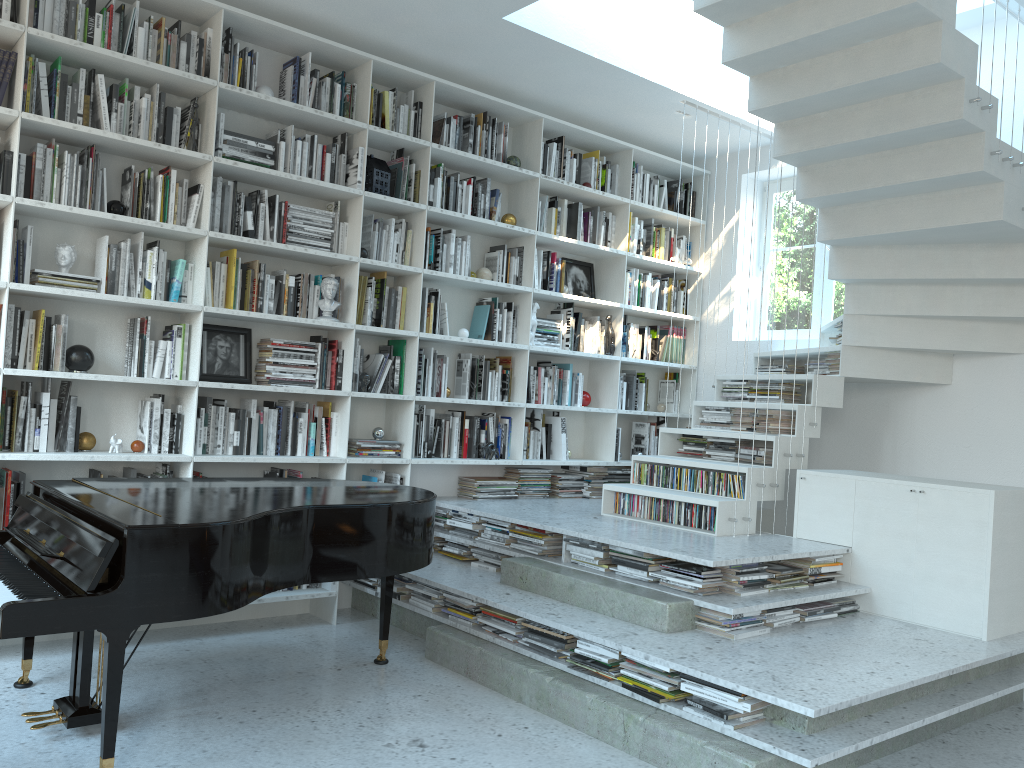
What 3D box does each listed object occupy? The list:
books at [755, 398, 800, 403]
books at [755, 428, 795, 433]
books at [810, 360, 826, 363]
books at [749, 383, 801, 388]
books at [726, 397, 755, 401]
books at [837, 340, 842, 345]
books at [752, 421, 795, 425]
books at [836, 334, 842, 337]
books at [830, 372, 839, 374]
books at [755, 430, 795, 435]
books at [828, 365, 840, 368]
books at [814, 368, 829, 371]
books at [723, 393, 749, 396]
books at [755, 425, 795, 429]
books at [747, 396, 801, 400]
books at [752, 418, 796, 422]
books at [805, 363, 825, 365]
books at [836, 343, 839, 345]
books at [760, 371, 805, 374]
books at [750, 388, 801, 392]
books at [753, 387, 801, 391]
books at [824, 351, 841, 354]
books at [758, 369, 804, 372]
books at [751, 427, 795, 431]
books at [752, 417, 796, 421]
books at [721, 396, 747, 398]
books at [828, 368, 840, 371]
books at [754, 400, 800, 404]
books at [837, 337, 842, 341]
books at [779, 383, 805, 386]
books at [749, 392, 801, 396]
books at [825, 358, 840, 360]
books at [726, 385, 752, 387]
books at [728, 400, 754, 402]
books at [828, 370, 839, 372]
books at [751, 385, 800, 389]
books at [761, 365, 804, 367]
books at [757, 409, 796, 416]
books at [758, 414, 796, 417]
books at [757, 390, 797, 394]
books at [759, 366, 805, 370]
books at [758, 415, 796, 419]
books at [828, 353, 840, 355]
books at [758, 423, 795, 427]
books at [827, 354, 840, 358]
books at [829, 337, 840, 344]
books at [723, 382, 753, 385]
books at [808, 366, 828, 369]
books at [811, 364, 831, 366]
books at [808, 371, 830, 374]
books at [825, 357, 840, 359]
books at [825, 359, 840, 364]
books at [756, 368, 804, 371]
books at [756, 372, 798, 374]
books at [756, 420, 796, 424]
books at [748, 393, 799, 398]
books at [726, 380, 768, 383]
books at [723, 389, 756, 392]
[{"bbox_3d":[1.633,0.101,5.459,0.130,0.014,0.249,4,-2,-26],"label":"books"},{"bbox_3d":[1.552,0.271,5.147,0.215,0.013,0.189,4,-2,-7],"label":"books"},{"bbox_3d":[1.985,-0.132,5.506,0.182,0.016,0.199,4,-2,-18],"label":"books"},{"bbox_3d":[1.615,0.009,5.448,0.191,0.013,0.243,4,-2,-28],"label":"books"},{"bbox_3d":[1.518,0.100,5.732,0.149,0.014,0.228,4,-2,-27],"label":"books"},{"bbox_3d":[2.057,-0.241,5.231,0.247,0.015,0.142,3,-2,9],"label":"books"},{"bbox_3d":[1.557,0.229,5.131,0.295,0.006,0.146,4,-2,-5],"label":"books"},{"bbox_3d":[2.057,-0.280,5.215,0.256,0.010,0.163,3,-2,6],"label":"books"},{"bbox_3d":[2.021,-0.058,5.280,0.210,0.015,0.130,4,-2,-12],"label":"books"},{"bbox_3d":[1.551,0.284,5.152,0.206,0.012,0.183,4,-2,-12],"label":"books"},{"bbox_3d":[2.029,-0.097,5.259,0.238,0.018,0.173,4,-2,-12],"label":"books"},{"bbox_3d":[2.005,-0.083,5.511,0.141,0.022,0.230,4,-2,-16],"label":"books"},{"bbox_3d":[1.509,0.075,5.727,0.166,0.018,0.264,4,-2,-20],"label":"books"},{"bbox_3d":[1.554,0.252,5.144,0.222,0.011,0.180,4,-2,-8],"label":"books"},{"bbox_3d":[1.608,0.085,5.445,0.182,0.013,0.287,4,-2,-25],"label":"books"},{"bbox_3d":[1.558,0.211,5.131,0.295,0.007,0.146,4,-2,-9],"label":"books"},{"bbox_3d":[1.986,-0.121,5.506,0.192,0.006,0.299,4,-2,-14],"label":"books"},{"bbox_3d":[2.107,-0.248,5.483,0.184,0.008,0.216,3,-2,16],"label":"books"},{"bbox_3d":[1.826,-0.077,5.983,0.145,0.010,0.266,4,-2,-30],"label":"books"},{"bbox_3d":[1.618,0.039,5.450,0.177,0.007,0.254,5,-2,-31],"label":"books"},{"bbox_3d":[1.630,0.030,5.457,0.144,0.011,0.257,5,-2,-32],"label":"books"},{"bbox_3d":[2.031,-0.176,5.272,0.300,0.007,0.158,4,-2,-14],"label":"books"},{"bbox_3d":[1.808,-0.088,5.973,0.169,0.010,0.282,4,-2,-24],"label":"books"},{"bbox_3d":[1.552,0.262,5.157,0.254,0.007,0.189,4,-2,-12],"label":"books"},{"bbox_3d":[1.559,0.204,5.131,0.295,0.007,0.146,4,-2,-5],"label":"books"},{"bbox_3d":[1.508,0.088,5.727,0.176,0.009,0.275,4,-2,-26],"label":"books"},{"bbox_3d":[2.028,-0.081,5.258,0.223,0.015,0.179,4,-2,-15],"label":"books"},{"bbox_3d":[1.631,0.114,5.459,0.136,0.013,0.258,4,-2,-27],"label":"books"},{"bbox_3d":[2.056,-0.257,5.216,0.250,0.017,0.181,3,-2,11],"label":"books"},{"bbox_3d":[1.640,0.001,5.462,0.134,0.007,0.298,4,-2,-30],"label":"books"},{"bbox_3d":[1.616,0.060,5.449,0.187,0.009,0.261,4,-2,-29],"label":"books"},{"bbox_3d":[2.030,-0.139,5.266,0.290,0.006,0.149,4,-2,-10],"label":"books"},{"bbox_3d":[1.532,0.018,5.737,0.136,0.017,0.298,4,-2,-23],"label":"books"},{"bbox_3d":[1.524,0.115,5.734,0.146,0.014,0.211,4,-2,-24],"label":"books"},{"bbox_3d":[2.027,-0.069,5.260,0.241,0.008,0.168,4,-2,-11],"label":"books"},{"bbox_3d":[1.622,0.020,5.452,0.174,0.009,0.240,4,-2,-30],"label":"books"},{"bbox_3d":[1.822,-0.120,5.980,0.160,0.008,0.239,4,-2,-30],"label":"books"},{"bbox_3d":[1.560,0.167,5.142,0.234,0.025,0.157,4,-1,-2],"label":"books"},{"bbox_3d":[1.560,0.182,5.134,0.254,0.005,0.161,4,-2,-7],"label":"books"},{"bbox_3d":[1.626,0.050,5.455,0.154,0.014,0.196,4,-2,-26],"label":"books"},{"bbox_3d":[1.817,-0.108,5.977,0.150,0.017,0.288,4,-2,-24],"label":"books"},{"bbox_3d":[1.557,0.193,5.149,0.184,0.016,0.179,4,-2,-11],"label":"books"},{"bbox_3d":[2.034,-0.169,5.258,0.266,0.008,0.163,4,-2,-19],"label":"books"},{"bbox_3d":[1.556,0.239,5.131,0.214,0.014,0.138,4,-2,-12],"label":"books"},{"bbox_3d":[2.027,-0.156,5.280,0.262,0.016,0.132,4,-2,-16],"label":"books"},{"bbox_3d":[2.090,-0.267,5.490,0.226,0.013,0.284,3,-2,24],"label":"books"},{"bbox_3d":[1.509,0.000,5.726,0.190,0.015,0.230,4,-2,-25],"label":"books"},{"bbox_3d":[1.986,-0.101,5.506,0.170,0.010,0.233,4,-2,-19],"label":"books"},{"bbox_3d":[1.999,-0.111,5.509,0.161,0.012,0.254,4,-2,-15],"label":"books"},{"bbox_3d":[1.983,-0.065,5.505,0.175,0.017,0.265,4,-2,-10],"label":"books"},{"bbox_3d":[2.029,-0.145,5.268,0.285,0.007,0.159,4,-2,-13],"label":"books"},{"bbox_3d":[2.027,-0.125,5.254,0.262,0.023,0.200,4,-2,-12],"label":"books"},{"bbox_3d":[1.804,-0.097,5.971,0.184,0.006,0.262,5,-2,-33],"label":"books"},{"bbox_3d":[1.805,-0.068,5.972,0.182,0.011,0.253,5,-2,-32],"label":"books"},{"bbox_3d":[1.556,0.221,5.146,0.231,0.011,0.171,4,-2,-3],"label":"books"},{"bbox_3d":[1.608,0.071,5.445,0.191,0.014,0.243,4,-2,-26],"label":"books"},{"bbox_3d":[1.520,-0.014,5.730,0.165,0.014,0.235,4,-2,-22],"label":"books"},{"bbox_3d":[1.510,0.044,5.727,0.171,0.011,0.231,4,-2,-28],"label":"books"}]
